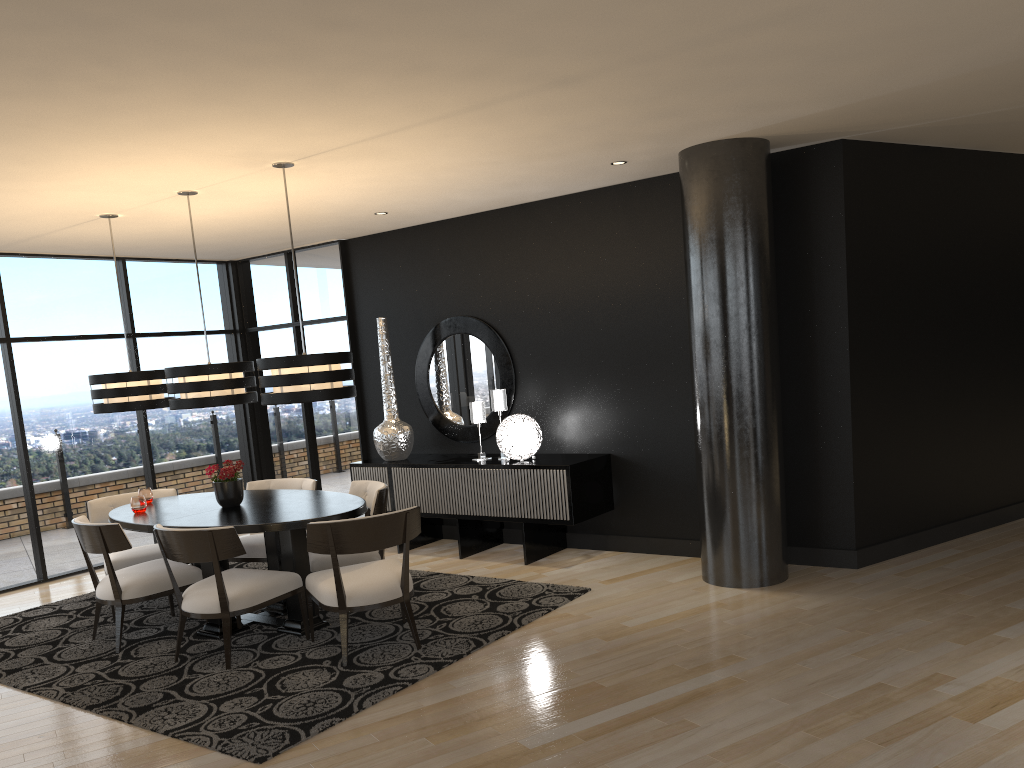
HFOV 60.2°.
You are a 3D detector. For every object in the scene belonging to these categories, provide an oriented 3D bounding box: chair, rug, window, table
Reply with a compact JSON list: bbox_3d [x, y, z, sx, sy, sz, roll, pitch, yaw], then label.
[{"bbox_3d":[-2.356,1.206,5.542,0.611,0.814,0.642,-10,8,-44],"label":"chair"},{"bbox_3d":[-1.773,1.549,5.820,3.725,0.011,2.692,-3,3,36],"label":"rug"},{"bbox_3d":[-1.103,1.089,5.879,0.613,0.814,0.639,-7,6,-26],"label":"chair"},{"bbox_3d":[-2.635,1.201,6.328,0.638,0.814,0.614,-8,7,-33],"label":"chair"},{"bbox_3d":[-1.637,1.163,5.062,0.643,0.814,0.609,-2,6,29],"label":"chair"},{"bbox_3d":[-1.727,1.123,6.377,0.643,0.814,0.609,-3,6,22],"label":"chair"},{"bbox_3d":[-0.832,-0.753,0.374,15.886,4.831,10.044,-2,4,45],"label":"window"},{"bbox_3d":[-1.762,1.168,5.723,2.107,0.776,1.198,-3,4,38],"label":"table"},{"bbox_3d":[-0.833,1.099,4.964,0.639,0.814,0.613,-7,6,-25],"label":"chair"}]

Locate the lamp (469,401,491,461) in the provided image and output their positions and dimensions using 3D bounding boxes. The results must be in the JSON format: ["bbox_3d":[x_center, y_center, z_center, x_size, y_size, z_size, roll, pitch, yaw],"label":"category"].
[{"bbox_3d":[-0.261,0.373,7.073,0.131,0.470,0.124,-9,8,-31],"label":"lamp"}]

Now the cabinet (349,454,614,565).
[{"bbox_3d":[-0.294,0.992,7.229,2.239,0.774,0.604,-3,5,36],"label":"cabinet"}]

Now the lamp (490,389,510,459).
[{"bbox_3d":[-0.088,0.318,7.012,0.125,0.556,0.131,-5,7,-2],"label":"lamp"}]

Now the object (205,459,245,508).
[{"bbox_3d":[-1.822,0.637,5.645,0.237,0.301,0.226,-1,7,38],"label":"object"}]

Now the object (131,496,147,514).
[{"bbox_3d":[-2.411,0.780,5.701,0.094,0.107,0.095,-9,7,-43],"label":"object"}]

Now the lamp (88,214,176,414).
[{"bbox_3d":[-2.674,-0.484,6.060,0.536,1.342,0.530,0,8,35],"label":"lamp"}]

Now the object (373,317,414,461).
[{"bbox_3d":[-1.048,0.047,7.508,0.343,1.221,0.340,2,10,44],"label":"object"}]

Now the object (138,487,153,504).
[{"bbox_3d":[-2.538,0.775,6.115,0.095,0.107,0.094,-5,5,2],"label":"object"}]

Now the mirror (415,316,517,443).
[{"bbox_3d":[-0.408,-0.034,7.469,1.077,1.089,0.025,-1,8,36],"label":"mirror"}]

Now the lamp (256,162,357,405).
[{"bbox_3d":[-1.221,-0.567,5.003,0.536,1.342,0.530,0,8,35],"label":"lamp"}]

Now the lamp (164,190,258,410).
[{"bbox_3d":[-1.948,-0.525,5.532,0.536,1.342,0.530,0,8,35],"label":"lamp"}]
